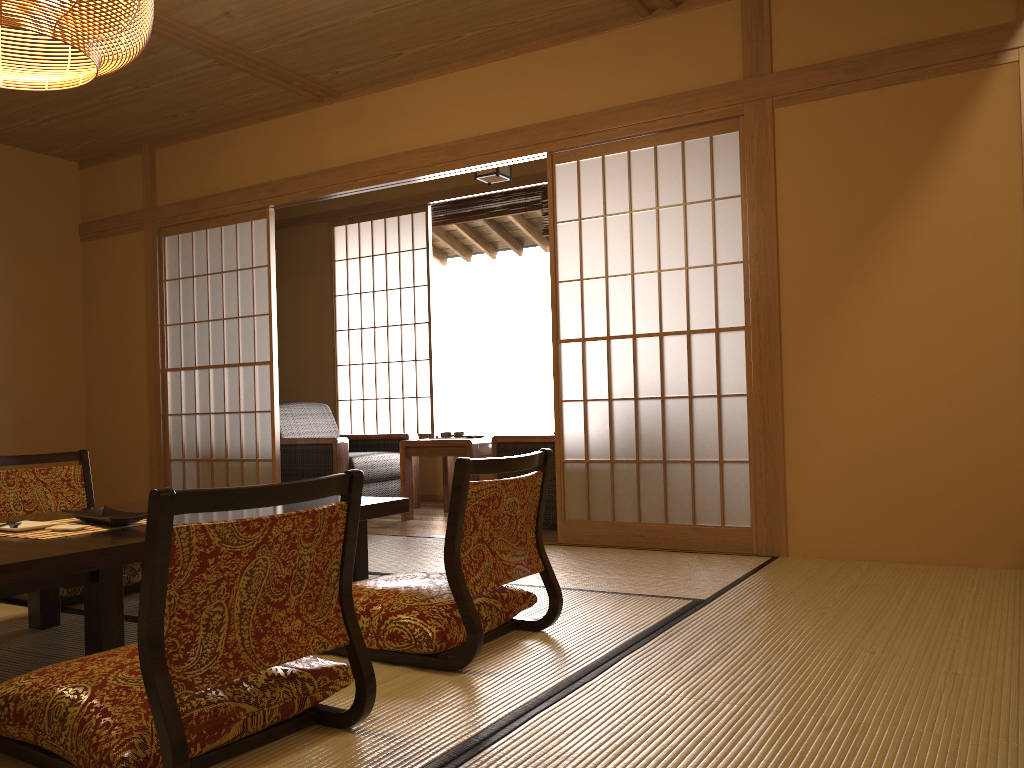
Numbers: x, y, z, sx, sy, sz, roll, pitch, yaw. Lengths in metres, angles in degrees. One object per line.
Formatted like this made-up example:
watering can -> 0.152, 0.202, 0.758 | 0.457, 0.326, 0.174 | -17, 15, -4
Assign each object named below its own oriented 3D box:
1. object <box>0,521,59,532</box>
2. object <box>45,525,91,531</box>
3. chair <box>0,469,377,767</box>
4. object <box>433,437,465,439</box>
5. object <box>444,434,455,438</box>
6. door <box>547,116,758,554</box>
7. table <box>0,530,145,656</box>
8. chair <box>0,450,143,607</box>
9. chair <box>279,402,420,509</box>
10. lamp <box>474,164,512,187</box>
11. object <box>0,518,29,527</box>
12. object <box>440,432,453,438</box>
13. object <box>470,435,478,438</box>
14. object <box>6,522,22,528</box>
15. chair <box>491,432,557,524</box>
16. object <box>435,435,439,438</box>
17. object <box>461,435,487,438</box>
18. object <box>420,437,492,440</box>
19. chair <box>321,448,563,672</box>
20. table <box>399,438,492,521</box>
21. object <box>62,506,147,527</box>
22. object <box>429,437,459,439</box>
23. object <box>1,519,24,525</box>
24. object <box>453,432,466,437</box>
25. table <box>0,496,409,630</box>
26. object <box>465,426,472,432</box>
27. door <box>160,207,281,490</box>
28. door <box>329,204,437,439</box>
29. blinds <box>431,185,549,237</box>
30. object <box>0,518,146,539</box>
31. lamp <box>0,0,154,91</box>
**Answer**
object -> -1.424, 0.414, 2.566 | 0.180, 0.014, 0.130 | -3, -2, 32
object -> -1.257, 0.410, 2.512 | 0.099, 0.013, 0.067 | -2, -2, 13
chair -> -0.694, 0.463, 1.852 | 0.687, 0.546, 0.582 | -3, -2, 34
object -> -0.401, 0.341, 5.580 | 0.230, 0.007, 0.006 | -3, -1, 25
object -> -0.425, 0.334, 5.658 | 0.130, 0.026, 0.038 | -2, -2, 14
door -> 0.639, -0.199, 4.168 | 0.992, 1.933, 0.040 | -2, -1, 30
table -> -1.544, 0.592, 2.170 | 0.995, 0.356, 0.995 | -3, -2, 30
chair -> -1.761, 0.546, 3.522 | 0.687, 0.546, 0.582 | -3, -2, 34
chair -> -1.250, 0.501, 6.128 | 0.944, 0.779, 0.872 | -2, -2, 30
lamp -> -0.124, -1.578, 5.456 | 0.330, 0.681, 0.330 | -2, -1, 30
object -> -1.458, 0.407, 2.490 | 0.006, 0.030, 0.229 | -2, -2, 22
object -> -0.425, 0.332, 5.786 | 0.084, 0.037, 0.084 | -1, -2, -32
object -> -0.234, 0.327, 5.491 | 0.050, 0.018, 0.015 | -2, -1, 17
object -> -1.437, 0.408, 2.558 | 0.050, 0.018, 0.015 | -2, -1, 27
chair -> 0.477, 0.420, 5.129 | 0.944, 0.779, 0.872 | -2, -2, 30
object -> -0.483, 0.341, 5.710 | 0.015, 0.018, 0.050 | -1, -2, -18
object -> -0.241, 0.332, 5.609 | 0.131, 0.015, 0.181 | -1, -2, -15
object -> -0.336, 0.345, 5.641 | 0.401, 0.003, 0.300 | -3, -2, 30
chair -> -0.271, 0.474, 2.593 | 0.699, 0.546, 0.582 | -2, -1, 29
table -> -0.329, 0.595, 5.639 | 0.540, 0.500, 0.540 | -2, -1, 30
object -> -1.210, 0.398, 2.648 | 0.349, 0.039, 0.129 | -3, -2, 43
object -> -0.420, 0.342, 5.609 | 0.230, 0.007, 0.006 | -2, -1, 19
object -> -1.475, 0.408, 2.495 | 0.006, 0.030, 0.229 | -2, -2, 27
object -> -0.337, 0.328, 5.738 | 0.084, 0.037, 0.084 | -2, -2, 22
table -> -1.048, 0.605, 3.032 | 0.995, 0.356, 0.995 | -3, -2, 30
object -> -0.312, 0.305, 5.741 | 0.117, 0.068, 0.038 | -2, -1, -5
door -> -1.859, -0.082, 5.612 | 0.992, 1.933, 0.040 | -2, -1, 30
door -> -1.038, -0.430, 7.057 | 0.992, 1.873, 0.040 | -2, -1, 30
blinds -> 0.215, -1.359, 6.397 | 1.933, 0.594, 0.048 | -3, -1, 30
object -> -1.307, 0.420, 2.608 | 0.401, 0.003, 0.398 | -3, -2, 30
lamp -> -1.435, -1.317, 2.475 | 0.798, 0.825, 0.799 | -1, -2, -36
